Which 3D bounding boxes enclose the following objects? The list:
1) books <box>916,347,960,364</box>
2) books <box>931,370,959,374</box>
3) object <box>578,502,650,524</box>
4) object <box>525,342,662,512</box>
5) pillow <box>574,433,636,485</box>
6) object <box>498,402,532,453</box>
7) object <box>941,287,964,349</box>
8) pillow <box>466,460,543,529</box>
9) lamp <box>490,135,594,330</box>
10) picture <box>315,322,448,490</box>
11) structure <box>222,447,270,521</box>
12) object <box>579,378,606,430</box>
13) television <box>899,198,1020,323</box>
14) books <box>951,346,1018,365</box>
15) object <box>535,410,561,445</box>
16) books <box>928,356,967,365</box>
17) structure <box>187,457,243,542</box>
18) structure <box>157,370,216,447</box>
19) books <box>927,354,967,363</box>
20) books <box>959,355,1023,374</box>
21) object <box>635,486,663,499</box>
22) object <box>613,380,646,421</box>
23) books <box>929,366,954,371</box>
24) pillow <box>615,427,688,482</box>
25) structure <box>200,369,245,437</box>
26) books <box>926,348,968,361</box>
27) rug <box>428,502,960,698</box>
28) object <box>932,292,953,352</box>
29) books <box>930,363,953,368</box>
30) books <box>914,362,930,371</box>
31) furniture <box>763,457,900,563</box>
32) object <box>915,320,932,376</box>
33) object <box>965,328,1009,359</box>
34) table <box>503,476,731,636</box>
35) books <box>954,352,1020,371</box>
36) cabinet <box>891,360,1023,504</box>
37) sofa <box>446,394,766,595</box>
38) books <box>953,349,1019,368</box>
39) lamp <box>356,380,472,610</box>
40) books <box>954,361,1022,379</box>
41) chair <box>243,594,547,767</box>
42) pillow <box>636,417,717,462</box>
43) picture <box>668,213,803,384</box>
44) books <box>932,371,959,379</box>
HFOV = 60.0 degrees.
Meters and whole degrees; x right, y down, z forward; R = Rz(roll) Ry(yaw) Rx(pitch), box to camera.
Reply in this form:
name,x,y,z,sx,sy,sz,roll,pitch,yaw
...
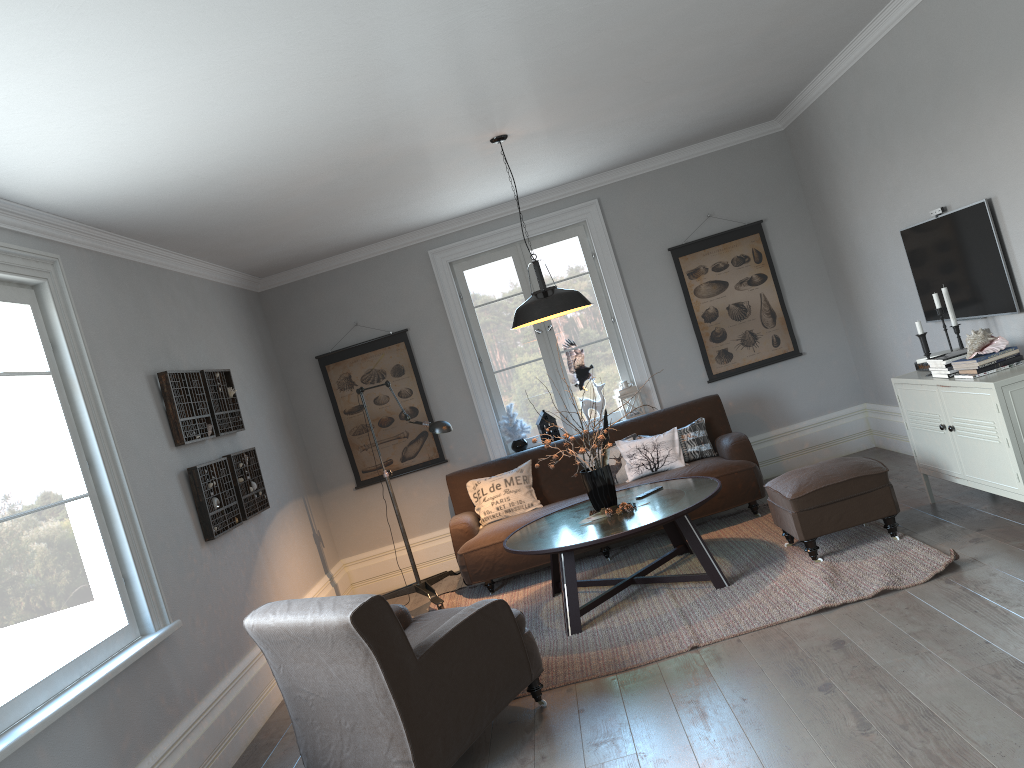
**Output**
name,x,y,z,sx,sy,sz,roll,pitch,yaw
books,2.410,-0.161,4.997,0.161,0.024,0.199,-18,1,-44
books,2.329,-0.096,4.576,0.253,0.016,0.200,-17,1,0
object,0.574,0.712,5.039,0.403,0.067,0.153,-17,1,19
object,0.514,0.202,5.058,0.854,1.066,0.525,-17,1,-27
pillow,0.720,0.590,6.423,0.472,0.347,0.159,-17,1,-1
object,0.005,0.356,7.152,0.262,0.424,0.248,-16,1,37
object,2.384,-0.319,4.771,0.066,0.457,0.066,-17,1,-31
pillow,-0.055,0.811,6.487,0.519,0.368,0.240,-17,1,2
lamp,0.075,-0.899,5.113,0.504,1.076,0.503,-17,1,-41
picture,-1.088,0.122,7.231,0.793,1.313,0.057,-17,1,2
structure,-1.674,0.626,5.614,0.086,0.416,0.468,-17,1,2
object,0.669,0.164,7.060,0.239,0.410,0.128,-17,1,-2
television,2.512,-0.681,5.033,0.041,0.657,1.063,-17,1,2
books,2.312,-0.138,4.346,0.235,0.014,0.184,-17,1,-11
object,0.286,0.345,7.153,0.155,0.284,0.155,-17,1,-8
books,2.319,-0.143,4.578,0.265,0.010,0.196,-17,1,2
structure,-1.686,0.647,5.065,0.086,0.416,0.468,-17,1,2
structure,-1.857,0.132,5.053,0.099,0.416,0.468,-17,1,2
books,2.312,-0.151,4.579,0.260,0.010,0.196,-17,1,0
books,2.344,-0.094,4.348,0.238,0.027,0.175,-17,1,-2
object,0.827,0.652,5.346,0.208,0.011,0.051,-18,1,-38
object,0.938,0.127,7.110,0.193,0.322,0.193,-17,1,-4
books,2.333,-0.114,4.584,0.271,0.016,0.222,-17,1,2
pillow,0.995,0.498,6.339,0.471,0.309,0.188,-17,1,2
structure,-1.821,0.111,5.589,0.105,0.416,0.468,-17,1,2
books,2.312,-0.160,4.586,0.263,0.008,0.212,-17,1,3
rug,0.727,1.155,5.170,2.818,0.090,2.400,-17,1,2
object,2.305,-0.282,4.711,0.092,0.431,0.092,-17,1,-39
books,2.319,-0.128,4.581,0.251,0.019,0.200,-17,1,4
books,2.425,-0.128,4.972,0.218,0.049,0.276,-17,1,2
furniture,1.748,0.663,4.845,0.583,0.440,0.574,-17,1,2
object,2.236,-0.198,4.797,0.083,0.311,0.082,-17,1,-21
object,2.296,-0.207,4.353,0.194,0.127,0.192,-17,1,-5
table,0.642,0.978,5.133,1.300,0.503,1.299,-17,1,-5
books,2.324,-0.110,4.347,0.235,0.014,0.184,-17,1,-9
cabinet,2.456,0.291,4.556,0.408,0.757,1.152,-17,1,2
sofa,0.630,0.781,6.360,2.165,0.824,0.969,-17,1,2
books,2.316,-0.123,4.341,0.235,0.017,0.184,-17,1,-11
lamp,-0.912,0.829,6.436,1.862,1.644,0.798,-16,1,39
books,2.334,-0.070,4.356,0.243,0.014,0.196,-17,1,2
chair,-0.441,1.164,3.799,0.806,0.795,0.971,-16,1,43
pillow,1.194,0.450,6.445,0.542,0.288,0.183,-17,1,3
picture,1.769,-0.745,7.142,0.793,1.313,0.057,-17,1,2
books,2.344,-0.081,4.583,0.271,0.022,0.200,-17,1,4
